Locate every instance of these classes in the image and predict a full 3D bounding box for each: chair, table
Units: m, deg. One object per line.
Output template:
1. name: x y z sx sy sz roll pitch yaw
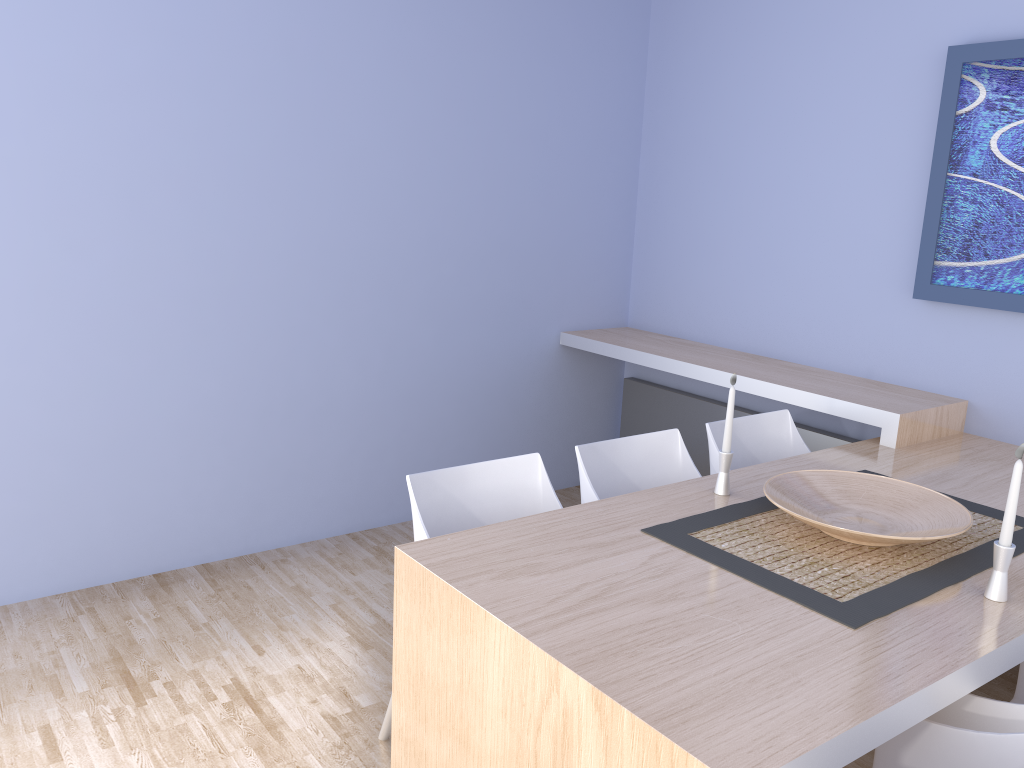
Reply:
1. chair: -0.017 0.637 2.385 0.510 0.793 0.486 -7 15 -36
2. chair: 0.908 0.531 3.057 0.510 0.793 0.486 -7 15 -36
3. chair: 0.446 0.584 2.721 0.510 0.793 0.486 -7 15 -36
4. table: 0.953 0.715 2.406 2.340 0.718 1.002 -7 15 -36
5. chair: 1.140 0.811 1.836 0.510 0.793 0.486 -6 15 -35
6. chair: 0.660 0.866 1.488 0.510 0.793 0.486 -7 15 -36

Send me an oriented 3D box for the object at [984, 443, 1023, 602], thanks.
1. object: 1.049 0.290 1.872 0.045 0.349 0.045 -7 15 -36

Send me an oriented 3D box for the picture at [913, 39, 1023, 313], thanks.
1. picture: 1.921 -0.640 2.777 0.049 0.901 1.252 -7 15 -36

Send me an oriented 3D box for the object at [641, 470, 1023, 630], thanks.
1. object: 0.889 0.374 2.259 0.986 0.005 0.594 -7 15 -36

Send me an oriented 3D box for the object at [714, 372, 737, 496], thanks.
1. object: 0.601 0.138 2.467 0.045 0.349 0.045 4 12 5

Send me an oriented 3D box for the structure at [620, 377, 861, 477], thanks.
1. structure: 1.735 0.594 3.227 0.064 0.503 3.843 -7 15 -36

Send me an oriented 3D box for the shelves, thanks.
1. shelves: 1.554 0.514 3.155 0.463 0.840 3.901 -7 15 -36

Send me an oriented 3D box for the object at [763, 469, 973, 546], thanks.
1. object: 0.890 0.332 2.254 0.493 0.081 0.493 -1 13 -18
